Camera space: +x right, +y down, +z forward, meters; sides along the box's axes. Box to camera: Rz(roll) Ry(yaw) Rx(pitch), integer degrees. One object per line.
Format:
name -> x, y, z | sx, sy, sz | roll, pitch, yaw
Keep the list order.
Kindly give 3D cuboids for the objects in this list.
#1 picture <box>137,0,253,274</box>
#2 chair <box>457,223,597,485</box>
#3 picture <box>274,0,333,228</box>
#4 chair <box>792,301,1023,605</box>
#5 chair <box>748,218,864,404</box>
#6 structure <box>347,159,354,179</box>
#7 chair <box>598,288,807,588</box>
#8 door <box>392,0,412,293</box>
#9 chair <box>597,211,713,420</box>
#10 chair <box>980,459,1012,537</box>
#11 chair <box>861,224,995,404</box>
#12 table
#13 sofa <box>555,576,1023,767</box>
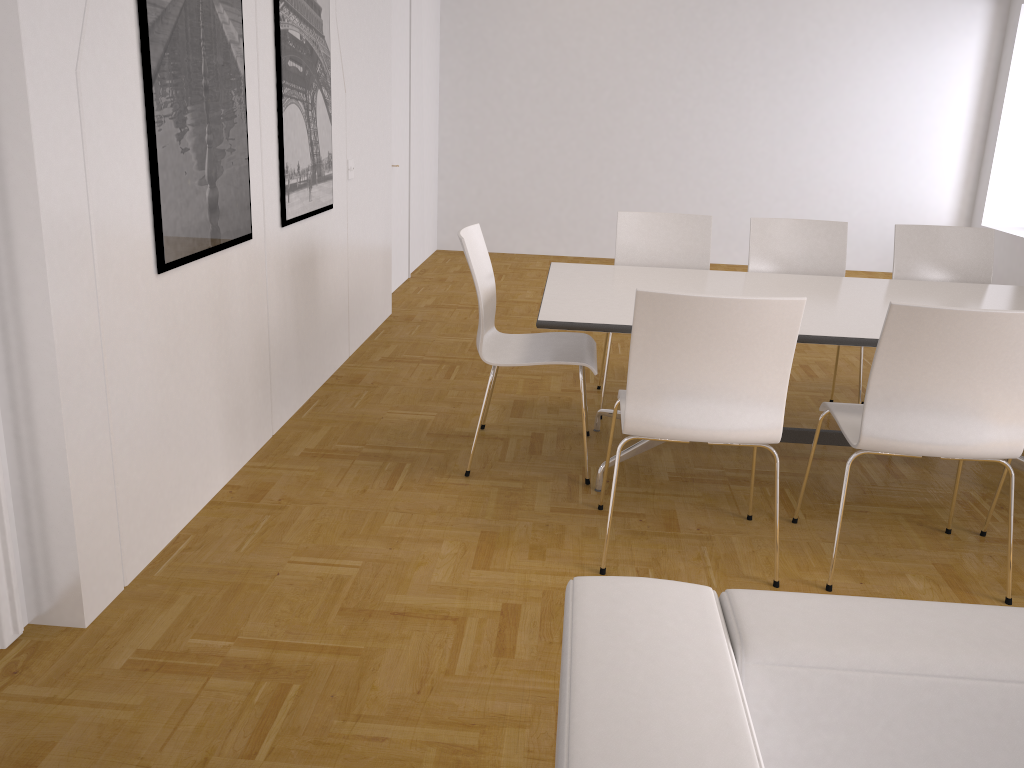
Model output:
picture -> -1.007, -1.298, 2.827 | 0.013, 1.770, 0.791 | 3, 16, 4
chair -> 0.059, -0.149, 3.617 | 0.575, 0.926, 0.564 | 3, 16, 4
picture -> -0.913, -1.633, 3.921 | 0.016, 1.770, 0.791 | 3, 16, 4
chair -> 1.288, 0.159, 2.801 | 0.561, 0.926, 0.578 | 3, 17, 4
chair -> 1.386, -0.300, 4.296 | 0.561, 0.926, 0.578 | 3, 17, 4
structure -> -0.884, -1.180, 4.866 | 0.013, 0.104, 0.114 | 3, 17, 4
chair -> 0.589, 0.117, 2.848 | 0.561, 0.926, 0.578 | 3, 17, 4
door -> -0.877, -1.949, 6.762 | 0.132, 2.439, 0.876 | 3, 16, 4
chair -> 0.728, -0.339, 4.340 | 0.561, 0.926, 0.578 | 3, 17, 4
chair -> 1.946, 0.199, 2.757 | 0.561, 0.926, 0.578 | 3, 17, 4
chair -> 2.085, -0.258, 4.248 | 0.561, 0.926, 0.578 | 3, 17, 4
table -> 1.317, 0.024, 3.578 | 2.411, 0.718, 1.217 | 3, 17, 4
sofa -> 1.326, 0.826, 0.745 | 2.623, 0.844, 0.827 | 3, 17, 4
